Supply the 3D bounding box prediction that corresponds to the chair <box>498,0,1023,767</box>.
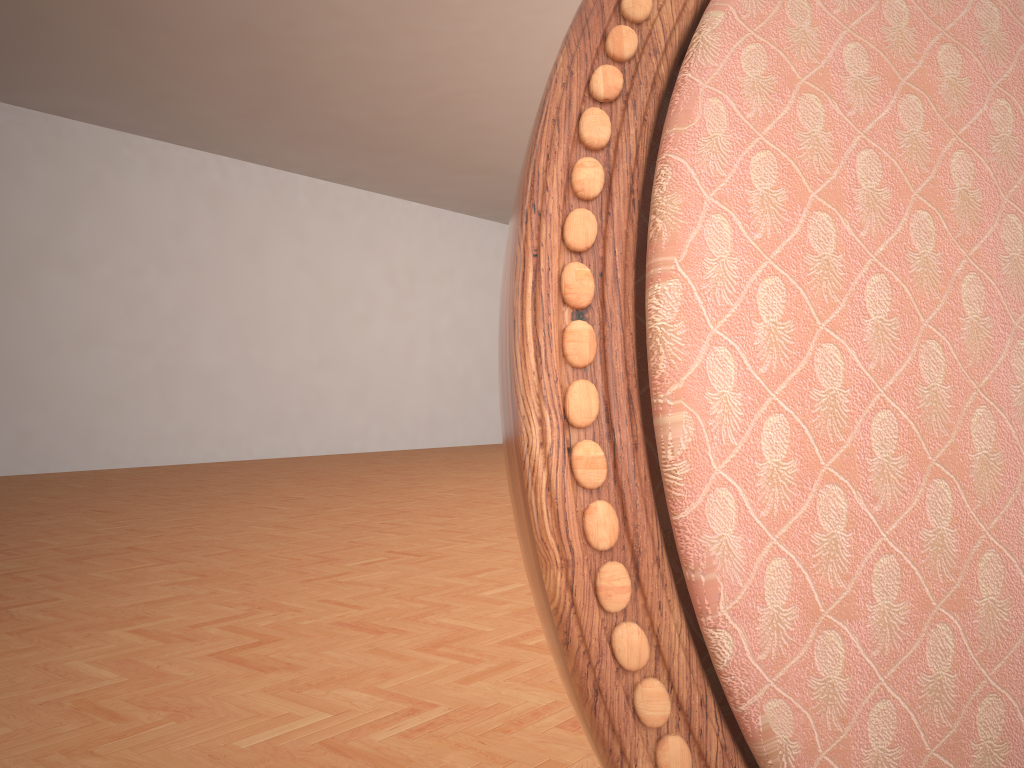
[{"bbox_3d":[0.213,0.259,0.049,0.521,0.931,0.593,0,-1,-7],"label":"chair"}]
